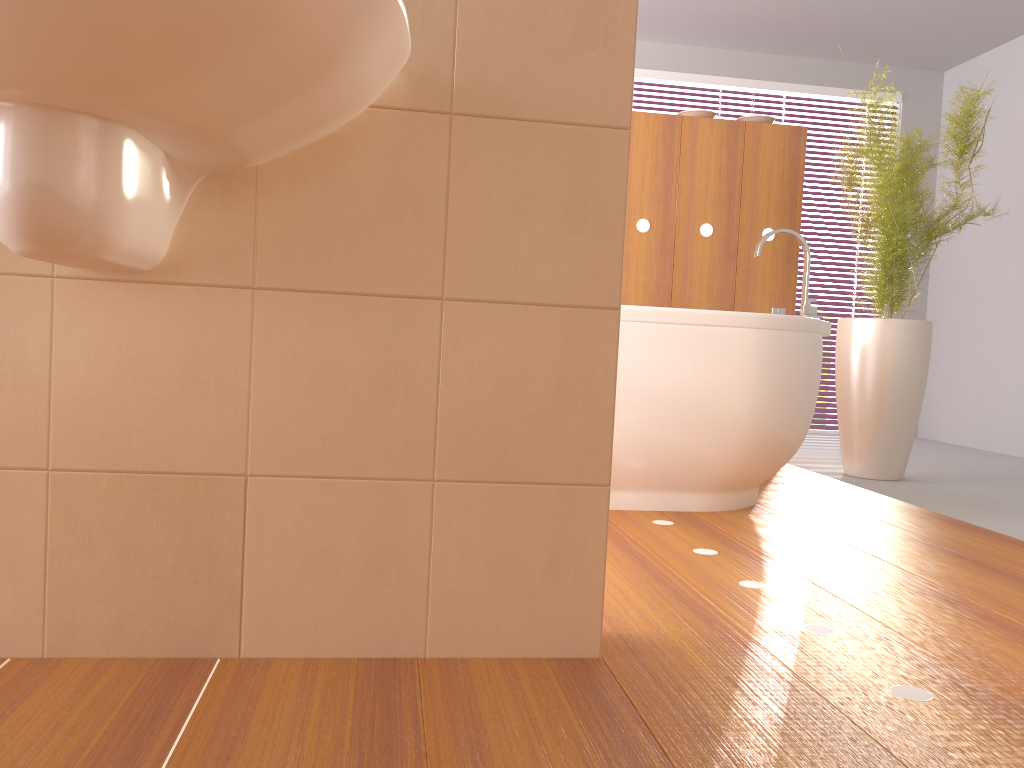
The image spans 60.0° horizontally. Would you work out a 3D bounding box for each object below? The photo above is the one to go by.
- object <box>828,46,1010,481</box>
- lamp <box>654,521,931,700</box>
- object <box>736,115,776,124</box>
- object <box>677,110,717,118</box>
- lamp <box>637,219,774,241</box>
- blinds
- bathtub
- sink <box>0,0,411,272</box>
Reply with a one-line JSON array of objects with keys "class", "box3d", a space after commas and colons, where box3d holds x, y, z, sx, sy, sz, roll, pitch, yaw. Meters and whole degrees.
[{"class": "object", "box3d": [1.606, -0.393, 3.539, 0.683, 1.557, 1.335, 4, 3, 24]}, {"class": "lamp", "box3d": [-0.932, 0.391, 0.805, 3.173, 0.001, 2.893, 3, 3, -8]}, {"class": "object", "box3d": [1.079, -1.146, 3.929, 0.173, 0.046, 0.173, 3, 3, -8]}, {"class": "object", "box3d": [0.810, -1.158, 3.891, 0.173, 0.046, 0.173, 3, 3, -8]}, {"class": "lamp", "box3d": [0.555, -0.669, 3.748, 1.169, 0.052, 0.001, 3, 3, -8]}, {"class": "blinds", "box3d": [-0.002, -0.813, 5.190, 4.712, 2.022, 0.032, 3, 3, -8]}, {"class": "bathtub", "box3d": [0.135, -0.108, 2.894, 1.874, 0.900, 0.888, 3, 3, -8]}, {"class": "sink", "box3d": [-0.451, -0.396, 0.961, 0.683, 0.516, 0.539, 3, 3, -8]}]
